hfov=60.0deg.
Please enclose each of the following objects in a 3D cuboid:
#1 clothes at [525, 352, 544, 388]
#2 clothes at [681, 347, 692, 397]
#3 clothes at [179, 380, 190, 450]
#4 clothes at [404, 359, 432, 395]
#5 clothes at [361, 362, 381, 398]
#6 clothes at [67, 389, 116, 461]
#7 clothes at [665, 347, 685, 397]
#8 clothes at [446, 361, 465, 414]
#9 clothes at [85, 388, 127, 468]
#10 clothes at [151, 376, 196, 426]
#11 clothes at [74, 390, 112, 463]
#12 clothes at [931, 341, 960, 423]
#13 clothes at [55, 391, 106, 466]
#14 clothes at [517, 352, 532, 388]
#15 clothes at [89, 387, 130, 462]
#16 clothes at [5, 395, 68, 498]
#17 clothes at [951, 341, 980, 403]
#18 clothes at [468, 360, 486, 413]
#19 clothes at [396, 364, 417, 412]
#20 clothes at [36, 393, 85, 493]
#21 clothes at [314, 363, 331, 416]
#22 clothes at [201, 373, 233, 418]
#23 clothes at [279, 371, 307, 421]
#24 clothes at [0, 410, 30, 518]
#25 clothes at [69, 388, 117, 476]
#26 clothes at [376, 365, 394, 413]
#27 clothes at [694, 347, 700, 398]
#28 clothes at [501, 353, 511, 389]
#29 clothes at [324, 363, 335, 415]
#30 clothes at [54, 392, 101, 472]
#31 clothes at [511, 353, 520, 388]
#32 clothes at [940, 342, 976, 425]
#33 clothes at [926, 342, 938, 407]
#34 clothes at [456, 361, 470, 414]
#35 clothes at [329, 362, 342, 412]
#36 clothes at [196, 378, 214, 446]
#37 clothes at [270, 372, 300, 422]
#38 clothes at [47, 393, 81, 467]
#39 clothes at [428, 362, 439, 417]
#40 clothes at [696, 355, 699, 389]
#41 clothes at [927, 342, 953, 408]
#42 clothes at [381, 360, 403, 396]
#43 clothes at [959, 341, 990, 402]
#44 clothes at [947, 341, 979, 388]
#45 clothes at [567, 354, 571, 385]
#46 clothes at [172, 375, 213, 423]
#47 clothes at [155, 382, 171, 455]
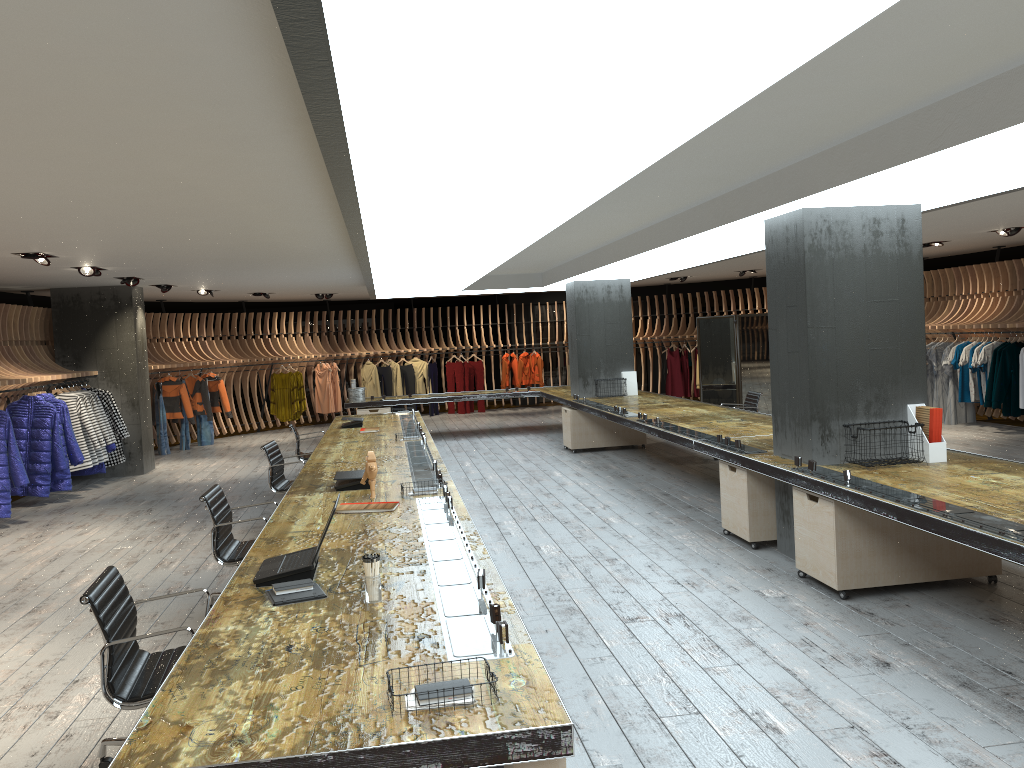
[{"bbox_3d":[0.538,-0.319,20.775,0.201,0.880,0.839,-4,3,-28],"label":"clothes"},{"bbox_3d":[3.862,-0.260,19.800,0.127,1.128,0.444,-4,2,-16],"label":"clothes"},{"bbox_3d":[-5.954,0.632,16.040,0.200,1.421,0.309,-4,2,-16],"label":"clothes"},{"bbox_3d":[-2.182,-0.137,20.292,0.704,0.889,0.250,-2,2,13],"label":"clothes"},{"bbox_3d":[-3.180,-0.054,19.776,0.704,0.889,0.250,-1,3,43],"label":"clothes"},{"bbox_3d":[-5.854,0.601,12.214,0.752,1.061,0.128,-3,2,-10],"label":"clothes"},{"bbox_3d":[3.659,-0.258,19.942,0.444,1.128,0.127,-3,2,-11],"label":"clothes"},{"bbox_3d":[-1.306,0.134,20.602,0.551,1.337,0.093,-1,3,37],"label":"clothes"},{"bbox_3d":[-5.887,0.638,12.579,0.807,1.186,0.192,-3,2,-7],"label":"clothes"},{"bbox_3d":[-6.078,0.300,15.768,0.839,0.880,0.201,-3,2,7],"label":"clothes"},{"bbox_3d":[-5.829,0.610,12.038,0.752,1.061,0.128,-3,2,-10],"label":"clothes"},{"bbox_3d":[7.051,0.041,14.160,0.677,1.433,0.204,-3,2,6],"label":"clothes"},{"bbox_3d":[-5.791,0.622,11.778,0.752,1.061,0.128,-3,2,-10],"label":"clothes"},{"bbox_3d":[0.292,-0.307,20.792,0.201,0.880,0.840,-2,3,22],"label":"clothes"},{"bbox_3d":[-5.923,0.630,12.764,0.799,1.185,0.192,-3,2,-8],"label":"clothes"},{"bbox_3d":[-5.871,0.762,10.703,0.880,1.259,0.242,-3,2,-11],"label":"clothes"},{"bbox_3d":[7.072,-0.177,13.565,0.738,0.970,0.167,-3,2,1],"label":"clothes"},{"bbox_3d":[-0.862,0.106,20.696,0.551,1.337,0.093,-2,3,32],"label":"clothes"},{"bbox_3d":[-2.435,0.212,20.183,0.539,1.352,0.087,-2,2,16],"label":"clothes"},{"bbox_3d":[-5.735,0.737,10.865,0.884,1.245,0.249,-3,2,-11],"label":"clothes"},{"bbox_3d":[-4.076,0.127,19.098,0.447,1.155,0.125,-2,2,27],"label":"clothes"},{"bbox_3d":[-5.712,0.222,16.846,0.839,0.880,0.201,-2,2,22],"label":"clothes"},{"bbox_3d":[-4.610,0.250,18.533,0.664,1.044,0.168,-2,2,23],"label":"clothes"},{"bbox_3d":[-5.595,0.817,9.337,0.885,1.238,0.246,-3,2,-11],"label":"clothes"},{"bbox_3d":[-6.007,0.669,12.402,0.885,1.238,0.246,-3,2,-11],"label":"clothes"},{"bbox_3d":[-2.893,0.249,19.946,0.539,1.352,0.087,-2,2,26],"label":"clothes"},{"bbox_3d":[4.145,-0.264,19.608,0.126,1.128,0.444,-1,3,44],"label":"clothes"},{"bbox_3d":[-0.145,-0.283,20.766,0.201,0.880,0.840,-3,3,7],"label":"clothes"},{"bbox_3d":[-3.990,0.119,19.177,0.125,1.155,0.447,-5,3,-38],"label":"clothes"},{"bbox_3d":[-5.758,0.633,11.545,0.752,1.061,0.128,-3,2,-10],"label":"clothes"},{"bbox_3d":[0.080,-0.299,20.832,0.201,0.880,0.840,-3,3,-3],"label":"clothes"},{"bbox_3d":[7.069,0.048,14.025,0.677,1.433,0.204,-4,2,-24],"label":"clothes"},{"bbox_3d":[7.011,0.028,14.438,0.677,1.433,0.204,-3,2,6],"label":"clothes"},{"bbox_3d":[-1.145,0.124,20.640,0.093,1.337,0.551,-5,3,-38],"label":"clothes"},{"bbox_3d":[-3.862,0.106,19.280,0.125,1.155,0.447,-5,3,-43],"label":"clothes"},{"bbox_3d":[-5.778,0.592,16.607,0.309,1.421,0.200,-5,3,-36],"label":"clothes"},{"bbox_3d":[-4.722,0.264,18.389,0.664,1.044,0.168,-2,2,23],"label":"clothes"},{"bbox_3d":[-5.839,0.736,11.031,0.885,1.238,0.246,-3,2,-11],"label":"clothes"},{"bbox_3d":[-1.814,0.161,20.451,0.087,1.352,0.540,-2,2,16],"label":"clothes"},{"bbox_3d":[4.392,-0.308,19.423,0.777,1.052,0.152,-3,2,-8],"label":"clothes"},{"bbox_3d":[7.032,0.035,14.299,0.677,1.433,0.204,-4,2,-19],"label":"clothes"},{"bbox_3d":[-2.729,-0.093,20.051,0.704,0.889,0.250,-1,3,33],"label":"clothes"},{"bbox_3d":[7.147,-0.188,13.430,0.743,0.930,0.158,-3,2,-4],"label":"clothes"},{"bbox_3d":[7.113,-0.200,13.668,0.743,0.930,0.158,-2,2,16],"label":"clothes"},{"bbox_3d":[1.348,-0.233,20.731,0.096,0.988,0.465,-3,2,4],"label":"clothes"},{"bbox_3d":[-5.871,0.263,16.294,0.839,0.880,0.201,-2,2,12],"label":"clothes"},{"bbox_3d":[-6.096,0.672,15.463,0.200,1.421,0.309,-4,3,-31],"label":"clothes"}]
